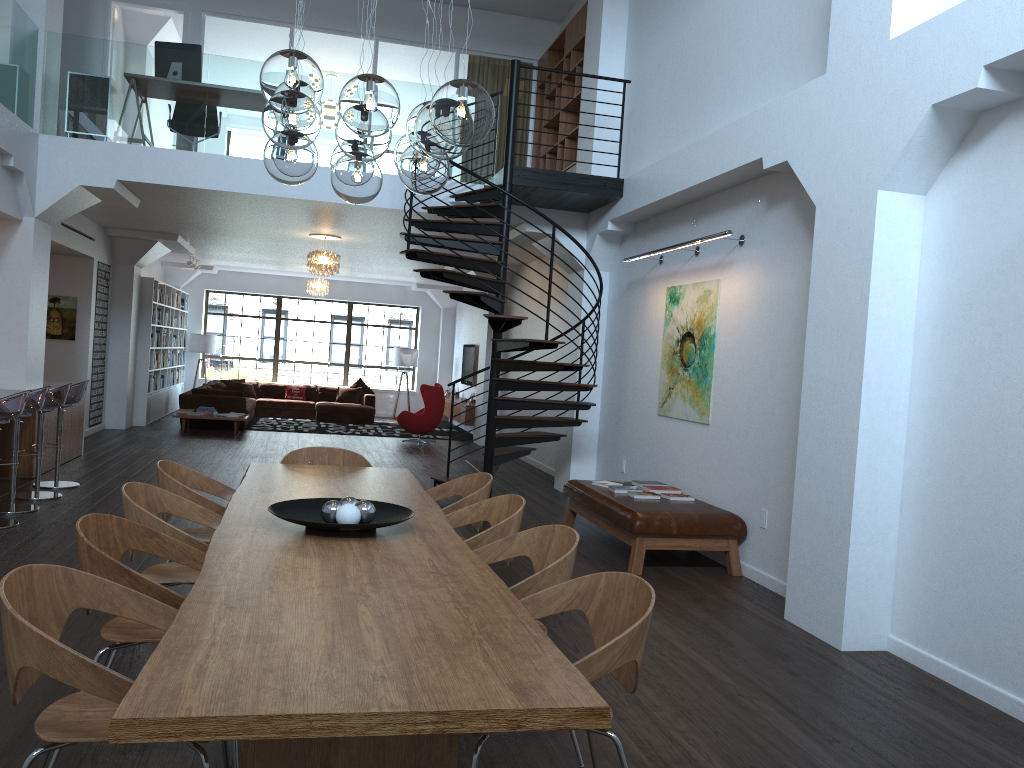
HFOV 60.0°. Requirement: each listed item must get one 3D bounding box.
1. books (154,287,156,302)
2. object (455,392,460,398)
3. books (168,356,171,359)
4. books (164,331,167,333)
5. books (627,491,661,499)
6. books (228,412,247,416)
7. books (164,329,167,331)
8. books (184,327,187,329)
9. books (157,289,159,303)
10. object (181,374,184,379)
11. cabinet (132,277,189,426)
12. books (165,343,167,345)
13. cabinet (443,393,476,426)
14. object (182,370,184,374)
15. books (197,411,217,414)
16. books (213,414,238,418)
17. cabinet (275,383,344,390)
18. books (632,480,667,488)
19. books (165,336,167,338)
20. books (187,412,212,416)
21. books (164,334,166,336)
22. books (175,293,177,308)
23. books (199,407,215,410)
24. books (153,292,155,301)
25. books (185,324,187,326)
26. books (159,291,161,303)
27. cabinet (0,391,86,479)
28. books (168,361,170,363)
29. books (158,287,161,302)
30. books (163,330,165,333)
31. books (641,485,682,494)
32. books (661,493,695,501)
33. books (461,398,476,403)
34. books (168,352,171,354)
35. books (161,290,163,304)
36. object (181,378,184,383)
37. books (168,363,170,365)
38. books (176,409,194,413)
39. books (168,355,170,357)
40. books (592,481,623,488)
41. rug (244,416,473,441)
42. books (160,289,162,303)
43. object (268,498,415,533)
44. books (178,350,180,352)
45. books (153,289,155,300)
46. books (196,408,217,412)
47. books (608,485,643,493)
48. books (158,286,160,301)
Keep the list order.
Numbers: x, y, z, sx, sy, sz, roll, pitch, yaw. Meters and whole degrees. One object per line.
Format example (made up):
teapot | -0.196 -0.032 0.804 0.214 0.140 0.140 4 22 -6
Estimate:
books | -6.000 -1.489 14.691 0.170 0.251 0.118 4 2 -13
object | -1.143 0.225 18.541 0.089 0.110 0.089 5 2 32
books | -6.545 -0.504 16.617 0.253 0.040 0.183 4 2 -13
books | -6.404 -0.955 16.190 0.144 0.024 0.208 4 2 -8
books | 1.061 0.895 7.134 0.224 0.032 0.161 4 2 -13
books | -4.502 0.494 14.547 0.256 0.035 0.350 4 2 12
books | -6.395 -0.988 16.187 0.129 0.043 0.185 4 2 1
books | -6.947 -1.175 18.478 0.284 0.035 0.197 4 2 17
books | -6.065 -1.495 14.980 0.174 0.242 0.105 4 2 -13
object | -7.030 -0.163 18.501 0.331 0.088 0.410 4 2 -13
cabinet | -6.606 -0.623 16.507 0.461 2.414 4.500 4 2 -13
books | -6.411 -0.737 16.170 0.160 0.039 0.251 4 2 -8
cabinet | -1.111 0.476 17.840 0.459 0.350 4.501 4 2 -13
object | -7.032 -0.251 18.497 0.316 0.088 0.410 4 2 -13
books | -4.990 0.461 14.501 0.312 0.037 0.216 3 2 -23
books | -4.574 0.498 14.177 0.342 0.040 0.231 5 2 27
cabinet | -4.452 0.342 19.514 1.520 0.625 0.350 4 2 -13
books | 1.209 0.885 7.810 0.254 0.044 0.183 3 2 -19
books | -6.406 -0.864 16.171 0.183 0.042 0.253 4 2 -13
books | -4.967 0.475 14.094 0.236 0.035 0.340 4 2 12
books | -6.411 -0.900 16.175 0.161 0.033 0.223 4 2 -13
books | -6.568 -1.611 17.093 0.176 0.290 0.053 4 2 -13
books | -4.986 0.394 14.501 0.224 0.027 0.157 4 2 -8
books | -5.978 -1.471 14.621 0.161 0.222 0.084 4 2 -13
books | -6.939 -1.241 18.472 0.254 0.032 0.174 5 2 22
books | -6.111 -1.506 15.196 0.159 0.248 0.089 4 2 -13
cabinet | -5.017 0.508 8.260 0.898 0.796 4.493 4 2 -13
books | -6.566 -0.422 16.638 0.259 0.040 0.180 4 2 -13
books | -6.107 -1.525 15.123 0.197 0.290 0.136 4 2 -13
books | -6.297 -0.937 15.792 0.174 0.045 0.240 4 2 -14
books | 1.263 0.895 7.495 0.283 0.043 0.197 4 2 -14
books | 1.341 0.914 7.174 0.224 0.036 0.161 3 2 -19
books | -0.823 0.320 17.039 0.250 0.053 0.400 4 2 -13
books | -6.519 -0.590 16.620 0.208 0.024 0.144 4 2 -8
books | -6.164 -1.519 15.411 0.182 0.255 0.077 4 2 -13
object | -7.036 -0.075 18.503 0.331 0.088 0.410 4 2 -13
books | -6.559 -0.383 16.617 0.251 0.037 0.160 4 2 -8
books | -5.284 0.441 14.370 0.241 0.045 0.334 4 2 -12
books | -6.538 -0.538 16.624 0.223 0.032 0.161 4 2 -13
books | 0.823 0.868 7.678 0.161 0.031 0.223 3 2 -35
rug | -2.869 0.833 16.810 4.200 0.007 3.100 4 2 -12
books | -6.116 -1.509 15.229 0.182 0.253 0.098 4 2 -13
object | -0.700 0.551 3.647 0.592 0.066 0.592 5 2 34
books | -6.777 -0.668 17.712 0.224 0.030 0.161 4 2 -3
books | -5.972 -1.467 14.587 0.161 0.218 0.101 4 2 -13
books | -4.993 0.425 14.503 0.279 0.035 0.191 4 2 -3
books | 0.945 0.878 7.378 0.247 0.040 0.185 4 2 -10
books | -6.089 -1.523 15.063 0.176 0.293 0.125 4 2 -13
